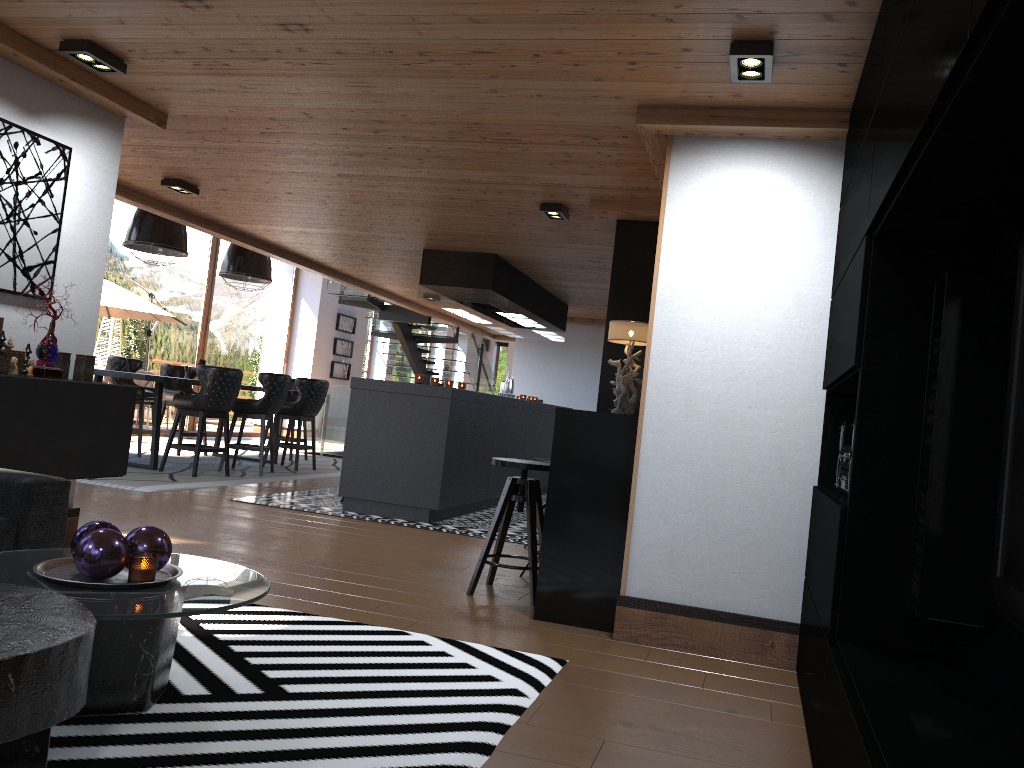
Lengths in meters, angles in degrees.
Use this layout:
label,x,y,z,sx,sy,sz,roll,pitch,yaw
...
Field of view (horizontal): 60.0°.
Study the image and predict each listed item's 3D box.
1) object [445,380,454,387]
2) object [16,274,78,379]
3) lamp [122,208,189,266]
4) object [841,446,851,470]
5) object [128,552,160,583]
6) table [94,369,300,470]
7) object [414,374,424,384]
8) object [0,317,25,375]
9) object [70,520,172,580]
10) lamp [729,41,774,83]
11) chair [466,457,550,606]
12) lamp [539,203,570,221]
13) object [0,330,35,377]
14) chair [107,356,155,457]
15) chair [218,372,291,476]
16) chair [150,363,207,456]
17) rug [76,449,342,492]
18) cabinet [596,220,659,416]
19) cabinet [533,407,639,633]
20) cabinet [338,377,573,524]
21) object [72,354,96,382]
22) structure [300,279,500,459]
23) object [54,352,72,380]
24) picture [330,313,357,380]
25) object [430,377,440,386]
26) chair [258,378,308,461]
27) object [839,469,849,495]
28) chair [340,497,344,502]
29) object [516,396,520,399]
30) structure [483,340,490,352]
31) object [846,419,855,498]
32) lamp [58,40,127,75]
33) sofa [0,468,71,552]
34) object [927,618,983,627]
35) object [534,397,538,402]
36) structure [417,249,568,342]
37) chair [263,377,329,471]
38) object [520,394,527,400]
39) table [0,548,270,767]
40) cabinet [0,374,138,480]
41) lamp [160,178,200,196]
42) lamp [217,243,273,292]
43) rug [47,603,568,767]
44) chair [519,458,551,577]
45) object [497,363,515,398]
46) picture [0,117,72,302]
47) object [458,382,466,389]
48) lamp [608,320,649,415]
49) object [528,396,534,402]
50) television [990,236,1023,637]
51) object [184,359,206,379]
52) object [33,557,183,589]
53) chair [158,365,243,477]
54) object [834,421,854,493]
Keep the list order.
label,x,y,z,sx,sy,sz,roll,pitch,yaw
object,-0.573,0.007,8.040,0.080,0.081,0.078,8,-3,-30
object,-2.220,-0.282,4.232,0.151,0.505,0.326,6,-3,15
lamp,-3.294,-3.517,8.923,0.627,4.688,0.615,8,-3,-30
object,1.306,0.276,3.126,0.269,0.088,0.286,6,-2,15
object,-1.044,0.524,2.507,0.078,0.081,0.080,5,-3,30
table,-3.482,0.435,9.856,1.421,0.950,3.815,6,-2,15
object,-0.769,-0.039,7.331,0.080,0.081,0.078,8,-3,-30
object,-2.338,-0.187,3.929,0.208,0.270,0.288,6,-2,15
object,-1.149,0.480,2.553,0.284,0.143,0.263,6,-2,-1
lamp,0.897,-1.209,3.315,0.154,0.068,0.262,6,-2,15
chair,0.033,0.772,4.719,0.391,0.721,0.395,6,-3,15
lamp,0.294,-1.185,6.074,0.154,0.068,0.262,6,-2,15
object,-2.261,-0.141,3.961,0.201,0.197,0.358,5,-2,27
chair,-4.294,0.256,9.947,0.568,1.093,0.503,6,-3,-1
chair,-2.705,0.416,9.438,0.568,1.093,0.503,6,-3,-1
chair,-4.014,0.322,10.723,0.563,1.093,0.508,5,-3,24
rug,-3.388,0.913,10.131,2.537,0.047,5.659,6,-2,15
cabinet,1.663,0.238,8.881,0.540,2.382,6.462,6,-2,16
cabinet,0.574,0.684,4.939,0.427,1.010,1.633,6,-2,16
cabinet,-0.321,0.679,9.481,0.884,1.104,4.825,6,-2,16
object,-2.174,-0.081,4.504,0.108,0.135,0.097,6,-3,5
structure,-3.849,0.653,15.476,9.159,6.403,11.080,6,-2,15
object,-2.250,-0.093,4.395,0.098,0.135,0.107,9,-3,-43
picture,-3.454,-0.751,18.165,0.059,1.313,0.778,6,-3,16
object,-0.671,-0.016,7.686,0.080,0.081,0.078,8,-3,-30
chair,-2.965,0.465,11.796,0.501,1.093,0.571,6,-3,14
object,1.302,0.362,3.121,0.257,0.088,0.286,6,-2,15
chair,-1.187,0.668,8.093,0.466,0.840,0.541,6,-3,16
object,0.093,0.202,11.699,0.080,0.081,0.078,8,-3,-40
structure,-0.816,-1.171,27.092,0.212,0.350,0.214,6,-3,15
object,1.249,0.260,2.906,0.264,0.266,0.157,6,-3,15
lamp,-1.908,-1.497,4.048,0.154,0.068,0.262,6,-2,15
sofa,-2.008,0.383,1.732,2.076,0.819,3.104,6,-2,15
object,1.103,0.390,2.200,0.124,0.379,0.126,6,-3,15
object,0.286,0.205,11.154,0.080,0.081,0.078,7,-3,-20
structure,-0.082,-0.902,9.738,0.707,0.476,3.266,6,-2,16
chair,-2.495,0.471,10.382,0.565,1.093,0.506,6,-3,14
object,0.133,0.170,10.599,0.080,0.081,0.078,7,-3,-20
table,-1.267,0.693,2.255,0.891,0.372,1.532,6,-2,16
cabinet,-2.262,0.201,4.165,0.356,0.469,0.960,6,-2,16
lamp,-2.472,-1.475,6.613,0.154,0.068,0.262,6,-2,15
lamp,-2.870,-3.419,10.463,0.627,4.688,0.615,8,-3,-30
rug,-0.944,0.926,2.339,1.652,0.020,2.915,6,-2,15
chair,0.290,0.825,5.383,0.438,0.717,0.444,6,-3,19
object,-0.051,-0.031,10.789,0.225,0.453,0.226,6,-3,15
picture,-2.334,-0.815,4.162,0.020,0.782,0.565,6,-3,16
object,-0.476,0.029,8.394,0.080,0.081,0.078,8,-3,-30
lamp,0.634,-0.078,4.883,0.246,0.516,0.249,6,-3,19
object,0.235,0.194,10.970,0.080,0.081,0.078,7,-3,-20
television,0.888,0.056,1.257,0.050,0.814,1.259,6,-2,16
object,-3.532,-0.167,9.865,0.222,0.254,0.115,7,-3,-22
object,-1.164,0.546,2.565,0.390,0.022,0.398,5,-2,34
chair,-2.986,0.369,8.661,0.563,1.093,0.508,5,-3,24
object,1.371,0.288,3.347,0.264,0.266,0.157,6,-3,15
